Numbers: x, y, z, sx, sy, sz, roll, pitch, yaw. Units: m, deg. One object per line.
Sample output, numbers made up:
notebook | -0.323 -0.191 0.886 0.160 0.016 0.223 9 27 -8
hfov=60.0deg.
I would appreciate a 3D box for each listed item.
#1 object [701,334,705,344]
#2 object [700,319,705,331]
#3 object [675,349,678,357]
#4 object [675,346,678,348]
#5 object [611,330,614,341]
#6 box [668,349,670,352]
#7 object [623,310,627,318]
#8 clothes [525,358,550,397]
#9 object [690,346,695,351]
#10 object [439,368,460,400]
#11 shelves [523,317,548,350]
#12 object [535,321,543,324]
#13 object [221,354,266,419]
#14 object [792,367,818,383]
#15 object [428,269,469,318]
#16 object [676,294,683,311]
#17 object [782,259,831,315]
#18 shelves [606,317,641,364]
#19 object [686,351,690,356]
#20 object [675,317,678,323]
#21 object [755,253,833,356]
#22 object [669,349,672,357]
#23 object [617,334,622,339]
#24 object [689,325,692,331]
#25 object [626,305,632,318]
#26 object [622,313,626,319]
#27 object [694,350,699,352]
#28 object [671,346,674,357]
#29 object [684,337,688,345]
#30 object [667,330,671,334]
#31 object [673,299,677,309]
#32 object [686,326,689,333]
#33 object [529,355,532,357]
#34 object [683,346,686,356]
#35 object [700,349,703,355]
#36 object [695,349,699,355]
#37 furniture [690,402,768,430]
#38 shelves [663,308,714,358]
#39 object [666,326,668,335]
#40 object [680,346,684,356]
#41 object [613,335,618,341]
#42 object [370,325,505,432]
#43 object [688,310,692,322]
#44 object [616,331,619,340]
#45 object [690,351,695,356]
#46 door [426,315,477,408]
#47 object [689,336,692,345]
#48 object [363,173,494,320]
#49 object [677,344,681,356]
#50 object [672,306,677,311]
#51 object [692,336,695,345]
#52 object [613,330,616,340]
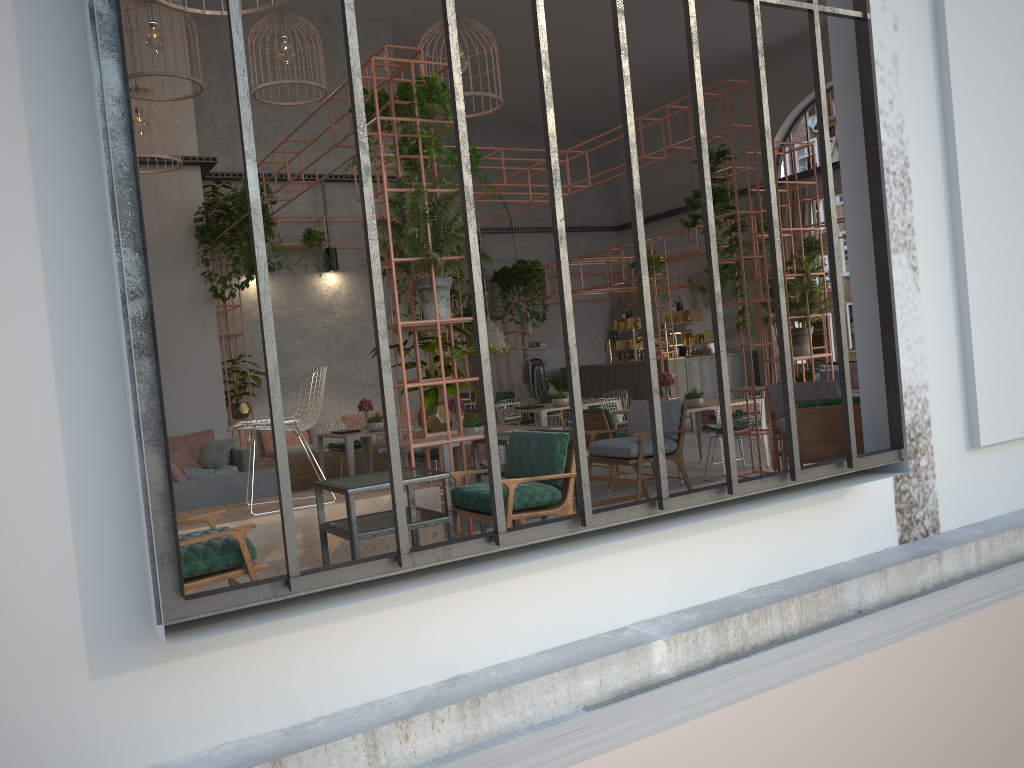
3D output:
object | 4.297 -1.009 19.848 0.131 0.207 0.131 -5 2 15
object | 4.296 -1.329 20.014 0.075 0.273 0.075 -7 2 -41
object | 3.830 -0.764 20.640 0.082 0.246 0.082 -6 2 3
object | 3.846 -0.769 20.764 0.072 0.248 0.094 -7 2 -30
object | 2.568 -1.252 22.730 0.066 0.291 0.066 -5 2 30
box | 3.689 -0.775 20.943 0.058 0.093 0.122 -6 2 -19
object | 2.872 -1.803 22.441 0.134 0.301 0.134 -7 2 -41
clothes | 0.653 -0.142 21.841 0.366 0.997 0.625 -4 2 40
object | 4.123 -0.815 20.268 0.115 0.107 0.115 -5 2 26
object | -0.992 -0.006 14.397 0.438 0.527 0.368 -7 2 -30
shelves | 0.598 -1.257 21.836 0.560 0.790 0.186 -7 2 -30
object | 0.676 -1.530 21.912 0.263 0.101 0.013 -7 2 -30
object | -3.908 0.037 12.650 0.934 0.919 0.903 -5 2 32
object | 4.486 -0.011 13.553 0.438 0.527 0.368 -7 2 -30
object | -1.005 -1.478 14.333 0.934 0.947 0.903 -5 2 22
object | 3.892 -1.889 20.594 0.134 0.386 0.134 -7 2 -41
object | 4.449 -1.478 13.466 0.923 0.946 0.924 -5 2 26
shelves | 3.044 -0.738 22.217 0.328 1.838 1.750 -7 2 -30
object | 4.044 -0.703 20.296 0.115 0.107 0.115 -7 2 -33
object | 3.844 -1.478 20.549 0.123 0.142 0.141 -7 2 -30
object | 3.130 -0.859 9.712 0.894 1.100 0.900 -6 2 -1
object | 3.726 -0.744 20.821 0.073 0.219 0.105 -6 2 -24
object | 2.754 -1.197 22.712 0.115 0.147 0.115 -5 2 15
object | 4.063 -1.255 20.181 0.083 0.159 0.083 -5 2 15
object | 2.933 -1.846 22.256 0.134 0.386 0.134 -5 2 4
object | 2.808 -1.700 22.216 0.088 0.123 0.088 -5 2 26
object | 4.215 -0.719 20.246 0.115 0.107 0.115 -6 2 -24
object | 3.783 -0.762 20.730 0.072 0.248 0.094 -7 2 -30
object | 3.980 -0.983 20.314 0.069 0.191 0.069 -6 2 -18
object | 3.713 -1.241 21.050 0.115 0.147 0.115 -6 2 -21
object | 3.831 -1.847 20.779 0.134 0.301 0.134 -7 2 -41
object | 4.017 -1.253 20.260 0.083 0.159 0.083 -5 2 15
object | 0.431 -0.695 21.800 0.093 0.121 0.049 -6 2 -28
object | 4.017 -0.803 20.664 0.074 0.287 0.072 -6 2 2
object | 4.318 -0.740 20.221 0.073 0.131 0.073 -7 2 -37
object | 4.197 -0.726 20.144 0.073 0.131 0.073 -7 2 -37
furniture | 3.818 0.547 15.699 0.941 0.446 0.976 -7 2 -30
shelves | 4.003 -0.781 20.554 0.328 1.838 1.750 -7 2 -30
object | 3.664 -1.311 21.145 0.066 0.291 0.066 -5 2 10
object | 3.949 -0.792 20.621 0.065 0.280 0.065 -5 2 13
object | 2.641 -1.184 22.647 0.115 0.147 0.115 -5 2 15
object | -0.571 -0.091 6.974 0.934 0.923 0.903 -5 2 27
object | 4.082 -1.552 20.249 0.137 0.261 0.137 -5 2 6
object | 2.705 -1.267 22.808 0.066 0.291 0.066 -5 2 10
object | 4.108 -0.706 20.184 0.115 0.107 0.115 -5 2 26
door | -1.646 -0.261 21.471 1.360 2.729 0.551 -7 2 -30
object | 4.062 -0.987 20.172 0.069 0.191 0.069 -5 2 6
object | -0.609 -1.014 6.506 0.894 1.101 0.900 -5 2 24
object | 3.874 -0.788 20.571 0.066 0.291 0.066 -4 2 44
object | 3.767 -1.744 20.553 0.088 0.123 0.088 -5 2 26
object | 4.107 -0.989 20.094 0.069 0.191 0.069 -6 2 -13
object | 2.634 -1.259 22.769 0.066 0.291 0.066 -6 2 -23
